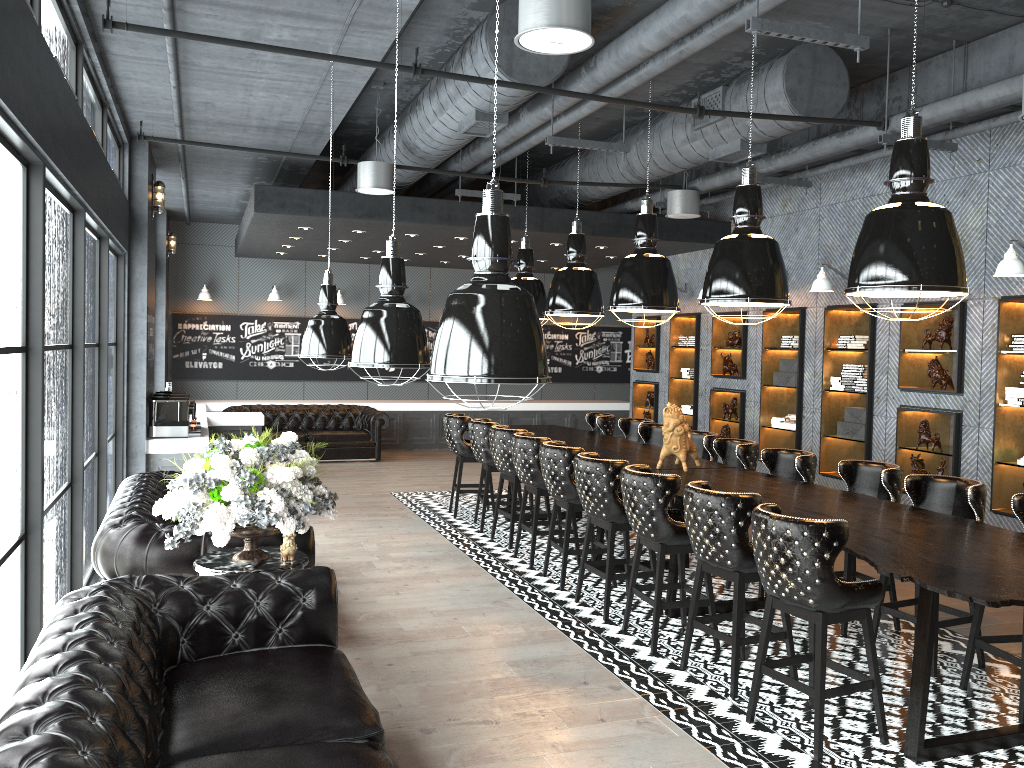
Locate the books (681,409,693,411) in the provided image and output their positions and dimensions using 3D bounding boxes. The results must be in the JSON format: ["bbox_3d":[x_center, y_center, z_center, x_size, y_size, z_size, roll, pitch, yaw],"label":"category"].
[{"bbox_3d":[2.519,0.364,12.466,0.166,0.024,0.227,0,3,-33],"label":"books"}]

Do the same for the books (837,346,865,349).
[{"bbox_3d":[3.608,-0.389,9.440,0.193,0.028,0.245,1,2,-3],"label":"books"}]

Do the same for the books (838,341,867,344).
[{"bbox_3d":[3.625,-0.446,9.452,0.193,0.028,0.245,1,2,-11],"label":"books"}]

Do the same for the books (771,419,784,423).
[{"bbox_3d":[3.234,0.438,10.542,0.243,0.024,0.175,0,3,-20],"label":"books"}]

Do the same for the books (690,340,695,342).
[{"bbox_3d":[2.630,-0.591,12.332,0.193,0.028,0.245,-1,3,-37],"label":"books"}]

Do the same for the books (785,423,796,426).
[{"bbox_3d":[3.285,0.469,10.224,0.202,0.022,0.228,1,3,-17],"label":"books"}]

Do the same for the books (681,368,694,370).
[{"bbox_3d":[2.529,-0.209,12.434,0.245,0.028,0.193,0,3,-26],"label":"books"}]

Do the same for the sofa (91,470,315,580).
[{"bbox_3d":[-2.109,1.126,6.073,1.239,0.838,2.567,0,3,-20],"label":"sofa"}]

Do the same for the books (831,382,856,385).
[{"bbox_3d":[3.574,-0.004,9.494,0.245,0.028,0.193,1,2,-13],"label":"books"}]

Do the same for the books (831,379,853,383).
[{"bbox_3d":[3.555,-0.031,9.455,0.245,0.028,0.193,1,2,-6],"label":"books"}]

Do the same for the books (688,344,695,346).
[{"bbox_3d":[2.600,-0.534,12.306,0.193,0.028,0.245,-1,3,-40],"label":"books"}]

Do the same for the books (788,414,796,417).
[{"bbox_3d":[3.314,0.363,10.226,0.185,0.024,0.212,0,3,-25],"label":"books"}]

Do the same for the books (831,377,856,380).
[{"bbox_3d":[3.568,-0.060,9.479,0.245,0.028,0.193,1,2,-12],"label":"books"}]

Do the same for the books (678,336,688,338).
[{"bbox_3d":[2.505,-0.660,12.571,0.193,0.028,0.245,0,3,-22],"label":"books"}]

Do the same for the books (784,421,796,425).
[{"bbox_3d":[3.280,0.449,10.220,0.205,0.019,0.264,0,3,-20],"label":"books"}]

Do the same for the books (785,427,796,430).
[{"bbox_3d":[3.280,0.511,10.215,0.167,0.023,0.228,0,3,-19],"label":"books"}]

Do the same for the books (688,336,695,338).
[{"bbox_3d":[2.603,-0.646,12.301,0.245,0.028,0.193,4,3,42],"label":"books"}]

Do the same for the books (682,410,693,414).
[{"bbox_3d":[2.532,0.394,12.455,0.243,0.034,0.179,3,3,40],"label":"books"}]

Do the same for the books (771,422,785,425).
[{"bbox_3d":[3.218,0.463,10.514,0.227,0.024,0.166,3,3,39],"label":"books"}]

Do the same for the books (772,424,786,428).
[{"bbox_3d":[3.231,0.492,10.504,0.179,0.034,0.243,-1,3,-40],"label":"books"}]

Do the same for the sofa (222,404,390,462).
[{"bbox_3d":[-3.295,0.763,13.993,2.566,0.838,1.240,0,2,-20],"label":"sofa"}]

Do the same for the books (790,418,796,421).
[{"bbox_3d":[3.318,0.406,10.219,0.244,0.023,0.247,0,3,-34],"label":"books"}]

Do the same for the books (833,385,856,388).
[{"bbox_3d":[3.573,0.026,9.442,0.245,0.028,0.193,0,3,-20],"label":"books"}]

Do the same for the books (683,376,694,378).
[{"bbox_3d":[2.543,-0.095,12.422,0.245,0.028,0.193,0,3,-23],"label":"books"}]

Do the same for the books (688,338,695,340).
[{"bbox_3d":[2.602,-0.618,12.303,0.193,0.028,0.245,-1,3,-39],"label":"books"}]

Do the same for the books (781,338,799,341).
[{"bbox_3d":[3.305,-0.521,10.392,0.193,0.028,0.245,1,2,-13],"label":"books"}]

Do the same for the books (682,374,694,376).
[{"bbox_3d":[2.527,-0.122,12.373,0.245,0.028,0.193,1,2,-10],"label":"books"}]

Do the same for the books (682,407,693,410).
[{"bbox_3d":[2.540,0.341,12.474,0.243,0.024,0.175,0,3,-28],"label":"books"}]

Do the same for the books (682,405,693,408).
[{"bbox_3d":[2.526,0.314,12.461,0.225,0.029,0.179,0,3,-36],"label":"books"}]

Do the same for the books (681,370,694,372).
[{"bbox_3d":[2.518,-0.181,12.431,0.245,0.028,0.193,1,3,-16],"label":"books"}]

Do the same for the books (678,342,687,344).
[{"bbox_3d":[2.487,-0.577,12.591,0.193,0.028,0.245,1,2,-7],"label":"books"}]

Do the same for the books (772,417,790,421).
[{"bbox_3d":[3.228,0.413,10.500,0.225,0.029,0.179,0,3,-34],"label":"books"}]

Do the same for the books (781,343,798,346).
[{"bbox_3d":[3.285,-0.464,10.356,0.193,0.028,0.245,1,2,-8],"label":"books"}]

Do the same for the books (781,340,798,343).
[{"bbox_3d":[3.300,-0.491,10.345,0.193,0.028,0.245,0,3,-28],"label":"books"}]

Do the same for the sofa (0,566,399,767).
[{"bbox_3d":[-1.021,1.282,2.989,1.239,0.838,2.567,0,3,-20],"label":"sofa"}]

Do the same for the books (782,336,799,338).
[{"bbox_3d":[3.300,-0.548,10.347,0.193,0.028,0.245,1,3,-16],"label":"books"}]

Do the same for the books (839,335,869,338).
[{"bbox_3d":[3.649,-0.502,9.447,0.193,0.028,0.245,0,3,-19],"label":"books"}]

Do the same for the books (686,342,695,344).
[{"bbox_3d":[2.579,-0.563,12.313,0.193,0.028,0.245,0,3,-32],"label":"books"}]

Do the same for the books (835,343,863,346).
[{"bbox_3d":[3.599,-0.419,9.466,0.193,0.028,0.245,1,2,-8],"label":"books"}]

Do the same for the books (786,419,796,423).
[{"bbox_3d":[3.289,0.427,10.228,0.197,0.023,0.248,1,2,-3],"label":"books"}]

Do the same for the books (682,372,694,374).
[{"bbox_3d":[2.534,-0.152,12.417,0.245,0.028,0.193,0,3,-19],"label":"books"}]

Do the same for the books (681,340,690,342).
[{"bbox_3d":[2.541,-0.604,12.587,0.193,0.028,0.245,1,2,-12],"label":"books"}]

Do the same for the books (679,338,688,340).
[{"bbox_3d":[2.504,-0.632,12.573,0.193,0.028,0.245,1,3,-14],"label":"books"}]

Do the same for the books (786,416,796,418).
[{"bbox_3d":[3.294,0.384,10.214,0.197,0.020,0.206,1,3,-18],"label":"books"}]

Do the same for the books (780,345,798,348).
[{"bbox_3d":[3.291,-0.436,10.368,0.193,0.028,0.245,0,3,-19],"label":"books"}]

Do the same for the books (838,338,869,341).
[{"bbox_3d":[3.637,-0.474,9.452,0.193,0.028,0.245,0,3,-27],"label":"books"}]

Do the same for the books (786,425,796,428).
[{"bbox_3d":[3.285,0.491,10.223,0.158,0.021,0.224,1,2,-10],"label":"books"}]

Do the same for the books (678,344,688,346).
[{"bbox_3d":[2.502,-0.547,12.576,0.193,0.028,0.245,1,3,-15],"label":"books"}]
